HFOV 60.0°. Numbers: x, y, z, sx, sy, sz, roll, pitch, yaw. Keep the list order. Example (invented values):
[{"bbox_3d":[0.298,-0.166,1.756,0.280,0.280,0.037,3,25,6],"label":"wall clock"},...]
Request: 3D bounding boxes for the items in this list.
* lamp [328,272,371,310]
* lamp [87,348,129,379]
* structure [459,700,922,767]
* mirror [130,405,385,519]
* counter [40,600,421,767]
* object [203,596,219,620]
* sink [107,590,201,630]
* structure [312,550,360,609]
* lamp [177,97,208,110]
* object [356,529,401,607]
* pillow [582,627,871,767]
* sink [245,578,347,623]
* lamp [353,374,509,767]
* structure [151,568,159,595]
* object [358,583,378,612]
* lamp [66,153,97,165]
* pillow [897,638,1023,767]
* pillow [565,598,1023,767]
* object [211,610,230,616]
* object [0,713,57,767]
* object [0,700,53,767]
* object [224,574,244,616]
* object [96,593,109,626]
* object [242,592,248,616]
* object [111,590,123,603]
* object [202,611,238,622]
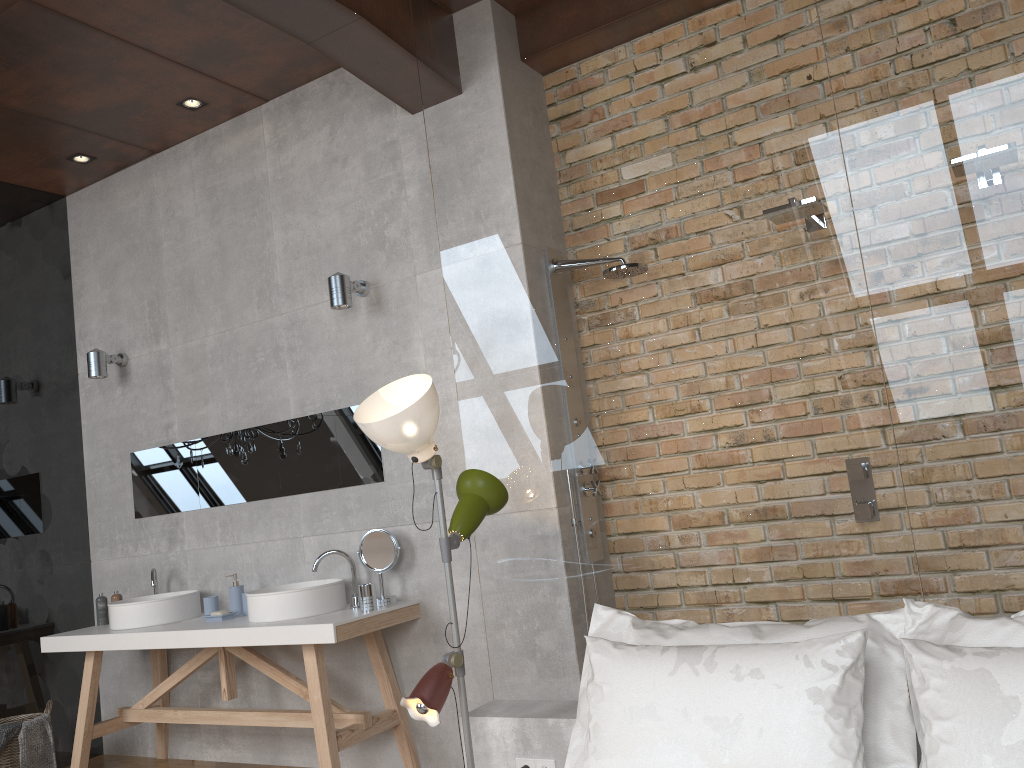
[{"bbox_3d":[-0.757,-0.432,4.149,0.101,0.168,0.243,-11,-8,30],"label":"lamp"},{"bbox_3d":[-2.311,-0.117,5.078,0.101,0.168,0.243,-11,-8,30],"label":"lamp"},{"bbox_3d":[1.107,1.079,2.209,2.820,0.494,0.206,-11,-8,30],"label":"structure"},{"bbox_3d":[-1.392,0.425,4.613,1.838,0.377,0.007,-11,-8,30],"label":"mirror"},{"bbox_3d":[-1.348,1.511,4.243,2.011,0.765,0.630,-11,-8,30],"label":"counter"},{"bbox_3d":[-1.471,1.096,4.343,0.075,0.108,0.075,-4,-8,-24],"label":"object"},{"bbox_3d":[-1.829,1.157,4.551,0.445,0.128,0.442,-9,-7,13],"label":"sink"},{"bbox_3d":[-0.777,0.892,4.077,0.242,0.268,0.141,-11,-8,25],"label":"structure"},{"bbox_3d":[-1.642,-1.450,4.555,0.115,0.027,0.113,-11,-8,30],"label":"lamp"},{"bbox_3d":[-0.593,0.822,3.988,0.192,0.338,0.118,-6,-7,-13],"label":"object"},{"bbox_3d":[0.488,0.813,2.125,0.744,0.397,0.276,-11,-8,30],"label":"pillow"},{"bbox_3d":[-0.980,0.985,4.044,0.442,0.128,0.445,-7,-7,-5],"label":"sink"},{"bbox_3d":[-0.186,0.755,2.711,0.270,1.582,0.561,-11,-8,27],"label":"lamp"},{"bbox_3d":[-1.929,1.126,4.765,0.242,0.268,0.141,-12,-9,35],"label":"structure"},{"bbox_3d":[-0.620,0.918,3.811,0.073,0.111,0.073,-10,-8,23],"label":"object"},{"bbox_3d":[-2.445,-1.288,5.035,0.115,0.027,0.113,-11,-8,30],"label":"lamp"},{"bbox_3d":[1.163,0.700,1.722,0.748,0.385,0.291,-11,-8,30],"label":"pillow"},{"bbox_3d":[0.920,0.757,2.061,1.746,0.517,0.358,-11,-8,30],"label":"pillow"},{"bbox_3d":[-1.395,1.100,4.239,0.084,0.035,0.067,-12,-8,32],"label":"object"},{"bbox_3d":[-2.524,1.863,4.417,0.378,0.361,0.357,-12,-9,36],"label":"object"},{"bbox_3d":[-2.535,1.861,4.466,0.393,0.432,0.393,-10,-8,22],"label":"object"},{"bbox_3d":[-1.360,1.040,4.382,0.076,0.201,0.076,-10,-8,24],"label":"object"},{"bbox_3d":[-2.201,1.210,4.762,0.058,0.172,0.058,-9,-7,10],"label":"object"},{"bbox_3d":[-1.274,1.068,4.315,0.075,0.108,0.075,-2,-9,-38],"label":"object"},{"bbox_3d":[-2.138,1.207,4.805,0.058,0.172,0.058,-9,-7,16],"label":"object"},{"bbox_3d":[-1.394,1.114,4.238,0.147,0.031,0.100,-12,-8,32],"label":"object"}]
